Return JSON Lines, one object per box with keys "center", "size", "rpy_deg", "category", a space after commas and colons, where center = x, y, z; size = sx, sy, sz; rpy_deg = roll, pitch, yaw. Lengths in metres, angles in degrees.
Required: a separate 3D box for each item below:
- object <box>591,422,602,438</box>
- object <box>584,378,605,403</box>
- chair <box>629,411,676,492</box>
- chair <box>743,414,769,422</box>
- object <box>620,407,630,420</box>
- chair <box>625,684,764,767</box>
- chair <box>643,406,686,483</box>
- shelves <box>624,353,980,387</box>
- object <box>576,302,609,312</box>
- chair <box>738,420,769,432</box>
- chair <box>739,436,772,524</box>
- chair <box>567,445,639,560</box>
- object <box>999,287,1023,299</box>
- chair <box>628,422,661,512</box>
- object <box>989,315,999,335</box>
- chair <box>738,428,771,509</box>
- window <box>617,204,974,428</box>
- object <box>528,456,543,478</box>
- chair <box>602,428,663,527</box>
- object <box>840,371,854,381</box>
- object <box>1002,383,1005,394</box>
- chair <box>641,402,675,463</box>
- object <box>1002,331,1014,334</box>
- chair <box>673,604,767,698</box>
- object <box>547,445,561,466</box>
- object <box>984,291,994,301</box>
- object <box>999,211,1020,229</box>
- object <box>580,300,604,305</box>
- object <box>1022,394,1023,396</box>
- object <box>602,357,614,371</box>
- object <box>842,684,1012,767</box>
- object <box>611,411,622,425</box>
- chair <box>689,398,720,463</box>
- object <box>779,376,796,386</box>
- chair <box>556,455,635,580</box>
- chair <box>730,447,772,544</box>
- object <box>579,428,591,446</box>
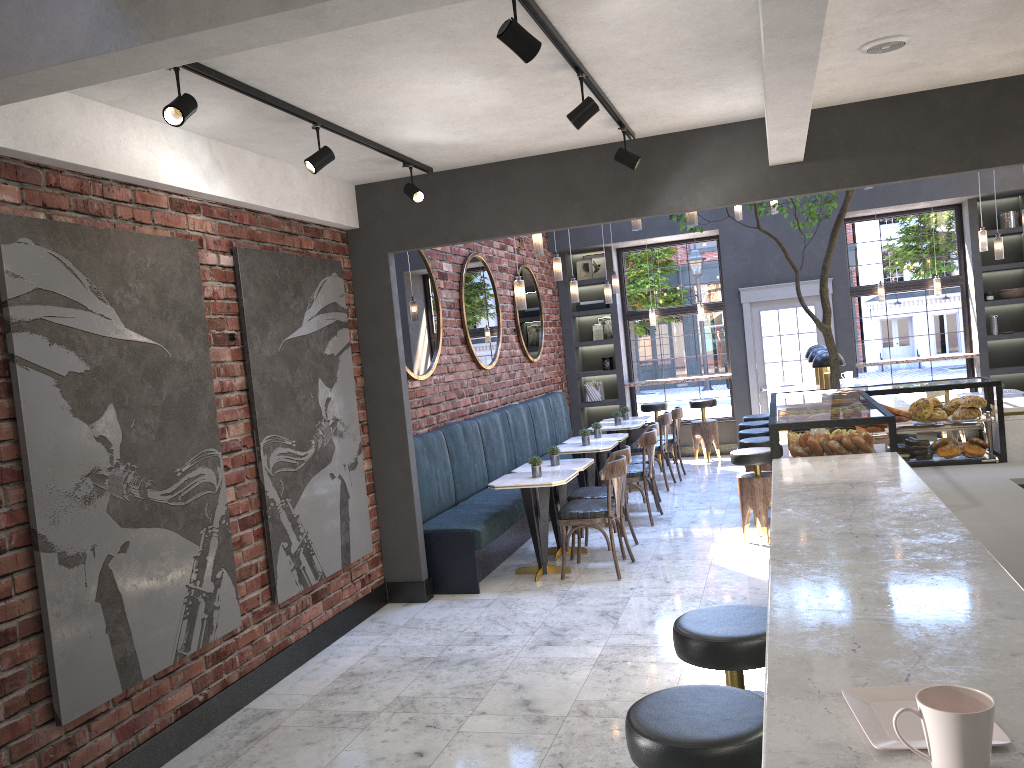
{"center": [0.870, 0.470, 9.060], "size": [0.118, 0.165, 0.122], "rpy_deg": [-6, 3, -5], "category": "object"}
{"center": [1.155, 0.085, 12.483], "size": [0.250, 0.323, 0.241], "rpy_deg": [-5, 3, 17], "category": "object"}
{"center": [1.590, 0.764, 10.113], "size": [0.521, 0.851, 0.538], "rpy_deg": [-5, 3, 18], "category": "chair"}
{"center": [2.783, 0.714, 9.844], "size": [0.370, 0.737, 0.372], "rpy_deg": [-7, 3, -30], "category": "chair"}
{"center": [1.378, 0.353, 10.760], "size": [0.118, 0.165, 0.122], "rpy_deg": [-6, 3, -5], "category": "object"}
{"center": [0.498, 1.198, 2.169], "size": [0.370, 0.821, 0.371], "rpy_deg": [-4, 3, 26], "category": "chair"}
{"center": [1.821, 0.720, 10.647], "size": [0.521, 0.851, 0.496], "rpy_deg": [-5, 3, 16], "category": "chair"}
{"center": [3.698, -0.176, 11.715], "size": [4.404, 0.043, 0.384], "rpy_deg": [-5, 2, 17], "category": "shelves"}
{"center": [1.129, -1.075, 12.394], "size": [0.412, 0.084, 0.286], "rpy_deg": [-5, 2, 17], "category": "object"}
{"center": [2.561, 0.763, 9.171], "size": [0.370, 0.737, 0.371], "rpy_deg": [-5, 3, 8], "category": "chair"}
{"center": [2.224, 0.849, 7.822], "size": [0.372, 0.737, 0.370], "rpy_deg": [-3, 4, 44], "category": "chair"}
{"center": [0.744, 0.959, 7.262], "size": [0.521, 0.851, 0.538], "rpy_deg": [-5, 3, 18], "category": "chair"}
{"center": [6.174, -1.115, 10.917], "size": [0.305, 0.124, 0.304], "rpy_deg": [-4, 3, 38], "category": "object"}
{"center": [1.265, 0.839, 9.014], "size": [0.521, 0.851, 0.538], "rpy_deg": [-5, 3, 10], "category": "chair"}
{"center": [5.949, -0.726, 10.942], "size": [0.098, 0.248, 0.098], "rpy_deg": [-8, 3, -34], "category": "object"}
{"center": [2.391, 0.805, 8.500], "size": [0.370, 0.737, 0.372], "rpy_deg": [-7, 3, -30], "category": "chair"}
{"center": [1.794, -1.817, 5.978], "size": [6.407, 5.367, 12.701], "rpy_deg": [-5, 2, 17], "category": "window"}
{"center": [0.183, 0.628, 6.764], "size": [0.118, 0.165, 0.122], "rpy_deg": [-6, 3, -5], "category": "object"}
{"center": [1.145, 0.875, 8.393], "size": [0.521, 0.851, 0.538], "rpy_deg": [-5, 3, 18], "category": "chair"}
{"center": [3.570, -0.085, 9.471], "size": [0.176, 0.097, 0.301], "rpy_deg": [-5, 2, 8], "category": "object"}
{"center": [4.967, 0.057, 9.055], "size": [0.118, 0.165, 0.122], "rpy_deg": [-6, 3, -5], "category": "object"}
{"center": [1.967, 0.670, 12.040], "size": [0.370, 0.821, 0.372], "rpy_deg": [-7, 3, -20], "category": "chair"}
{"center": [6.082, -0.625, 10.882], "size": [0.130, 0.026, 0.130], "rpy_deg": [-6, 2, 0], "category": "object"}
{"center": [0.730, 1.150, 2.813], "size": [0.371, 0.821, 0.370], "rpy_deg": [-7, 3, -20], "category": "chair"}
{"center": [0.349, 0.589, 7.320], "size": [0.118, 0.165, 0.122], "rpy_deg": [-6, 3, -5], "category": "object"}
{"center": [5.904, -1.088, 10.975], "size": [0.116, 0.119, 0.117], "rpy_deg": [-6, 2, -7], "category": "object"}
{"center": [6.108, -2.009, 10.881], "size": [0.214, 0.215, 0.213], "rpy_deg": [-5, 3, 26], "category": "object"}
{"center": [1.122, -1.136, 12.403], "size": [0.327, 0.039, 0.227], "rpy_deg": [-5, 2, 7], "category": "object"}
{"center": [4.625, 0.136, 7.911], "size": [0.118, 0.165, 0.122], "rpy_deg": [-6, 3, -5], "category": "object"}
{"center": [1.338, -0.285, 12.384], "size": [0.152, 0.181, 0.152], "rpy_deg": [-8, 3, -35], "category": "object"}
{"center": [0.570, 0.436, 1.214], "size": [0.176, 0.097, 0.301], "rpy_deg": [-5, 2, 8], "category": "object"}
{"center": [1.212, 0.391, 10.204], "size": [0.118, 0.165, 0.122], "rpy_deg": [-6, 3, -5], "category": "object"}
{"center": [2.577, 0.616, 11.830], "size": [0.371, 0.821, 0.370], "rpy_deg": [-7, 3, -20], "category": "chair"}
{"center": [2.984, -0.032, 9.617], "size": [0.176, 0.098, 0.204], "rpy_deg": [-5, 2, 22], "category": "object"}
{"center": [0.636, 0.992, 6.692], "size": [0.521, 0.851, 0.538], "rpy_deg": [-5, 3, 18], "category": "chair"}
{"center": [1.981, 0.898, 7.163], "size": [0.370, 0.737, 0.372], "rpy_deg": [-7, 3, -30], "category": "chair"}
{"center": [0.703, 0.508, 8.504], "size": [0.118, 0.165, 0.122], "rpy_deg": [-6, 3, -5], "category": "object"}
